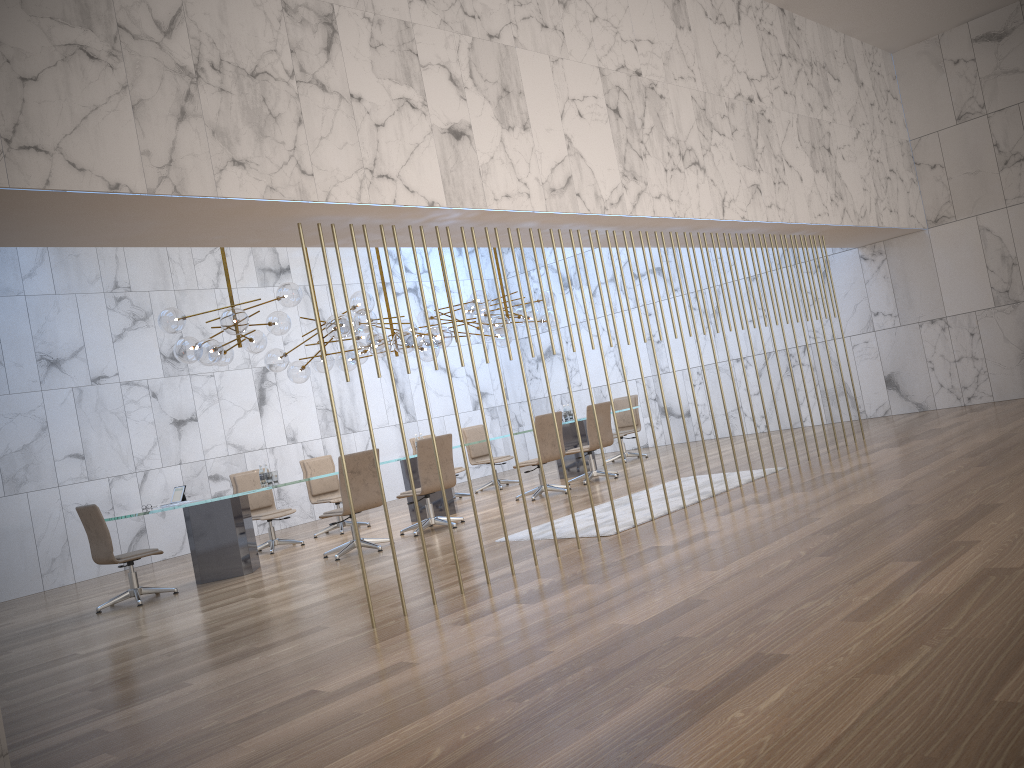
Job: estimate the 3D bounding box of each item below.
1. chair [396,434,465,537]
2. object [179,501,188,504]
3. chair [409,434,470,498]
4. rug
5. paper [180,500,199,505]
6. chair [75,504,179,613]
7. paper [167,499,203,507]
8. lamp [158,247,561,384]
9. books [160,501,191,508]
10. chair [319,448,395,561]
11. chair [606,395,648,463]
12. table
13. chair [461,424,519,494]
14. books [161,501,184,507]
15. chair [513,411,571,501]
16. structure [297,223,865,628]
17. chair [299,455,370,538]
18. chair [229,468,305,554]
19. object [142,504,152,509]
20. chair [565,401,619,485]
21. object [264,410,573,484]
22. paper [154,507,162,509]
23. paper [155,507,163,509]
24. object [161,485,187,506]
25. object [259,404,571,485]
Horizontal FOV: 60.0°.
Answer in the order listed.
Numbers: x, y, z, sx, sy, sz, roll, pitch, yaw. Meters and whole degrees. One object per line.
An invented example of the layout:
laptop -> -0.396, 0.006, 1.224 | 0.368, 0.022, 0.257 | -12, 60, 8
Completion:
chair -> -0.926, 1.096, 9.667 | 0.697, 1.000, 0.726 | -13, -2, 44
object -> -3.100, 1.116, 8.396 | 0.011, 0.011, 0.158 | -11, -2, 19
chair -> -1.025, 1.210, 12.758 | 0.697, 1.000, 0.726 | -13, -2, 44
rug -> 1.334, 1.119, 8.478 | 1.320, 0.034, 3.025 | -13, -2, 44
paper -> -3.086, 1.123, 8.356 | 0.210, 0.001, 0.290 | -12, -2, 38
chair -> -3.675, 1.585, 8.411 | 0.726, 1.000, 0.697 | -13, -2, 44
paper -> -3.086, 1.122, 8.356 | 0.210, 0.001, 0.290 | -12, -2, 37
lamp -> -1.663, -1.504, 11.124 | 1.557, 2.716, 5.672 | -13, -2, 44
books -> -3.184, 1.139, 8.427 | 0.239, 0.012, 0.205 | -12, -2, 31
chair -> -1.613, 1.206, 8.950 | 0.697, 1.000, 0.726 | -13, -2, 44
chair -> 1.723, 0.722, 14.038 | 0.726, 1.000, 0.697 | -13, -2, 45
table -> -1.050, 1.243, 11.123 | 2.092, 0.835, 7.924 | -13, -2, 44
chair -> -0.337, 1.100, 13.476 | 0.697, 1.000, 0.726 | -13, -2, 44
books -> -3.238, 1.146, 8.500 | 0.126, 0.012, 0.205 | -12, -2, 41
chair -> 0.346, 0.893, 10.996 | 0.697, 1.000, 0.726 | -13, -2, 44
structure -> 1.429, -0.155, 7.867 | 0.023, 2.456, 7.223 | -13, -2, 44
chair -> -2.294, 1.413, 11.433 | 0.697, 1.000, 0.726 | -13, -2, 44
chair -> -2.973, 1.522, 10.723 | 0.697, 1.000, 0.726 | -13, -2, 44
object -> -3.655, 1.232, 8.940 | 0.134, 0.037, 0.096 | -12, -2, 22
chair -> 1.029, 0.783, 11.709 | 0.697, 1.000, 0.726 | -13, -2, 44
object -> -0.904, 0.736, 11.335 | 0.183, 0.117, 5.112 | -13, -2, 44
paper -> -3.256, 1.160, 8.511 | 0.210, 0.001, 0.290 | -12, -2, 42
paper -> -3.269, 1.163, 8.513 | 0.210, 0.001, 0.290 | -12, -2, 42
object -> -3.392, 1.117, 8.856 | 0.255, 0.159, 0.205 | -13, -2, 44
object -> -0.938, 0.695, 11.380 | 0.124, 0.213, 5.189 | -13, -2, 44
